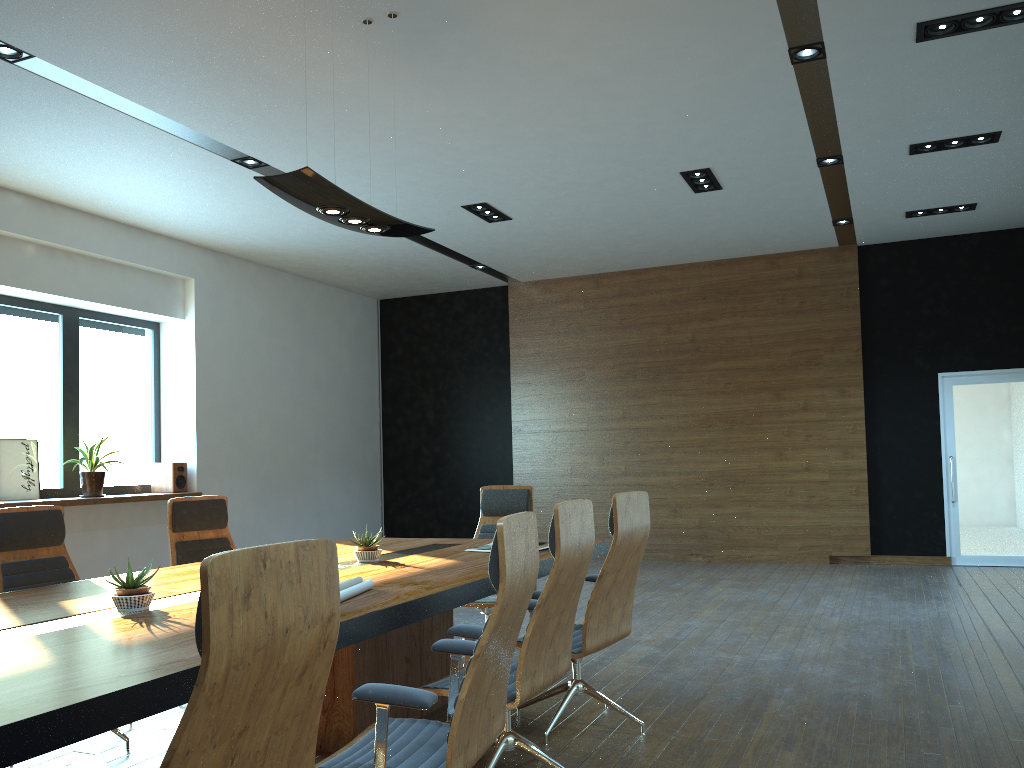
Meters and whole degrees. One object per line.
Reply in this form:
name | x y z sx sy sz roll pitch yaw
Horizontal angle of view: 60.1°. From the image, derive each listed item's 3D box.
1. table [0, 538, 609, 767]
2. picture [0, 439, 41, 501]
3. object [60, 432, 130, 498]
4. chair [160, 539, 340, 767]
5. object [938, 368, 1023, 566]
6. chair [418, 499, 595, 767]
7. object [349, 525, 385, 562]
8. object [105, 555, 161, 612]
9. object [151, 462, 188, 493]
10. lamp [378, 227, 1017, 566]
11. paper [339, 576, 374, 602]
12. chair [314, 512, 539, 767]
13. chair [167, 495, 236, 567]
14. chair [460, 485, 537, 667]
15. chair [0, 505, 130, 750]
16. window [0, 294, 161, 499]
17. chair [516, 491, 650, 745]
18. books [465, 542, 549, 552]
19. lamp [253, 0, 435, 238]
table | -1.321 1.186 3.098 1.786 0.795 5.553 -4 -5 23
picture | -4.494 0.779 8.059 0.057 0.560 0.422 -3 -4 23
object | -3.962 0.762 8.382 0.474 0.619 0.516 -4 -5 39
chair | -0.744 0.901 1.880 0.696 1.125 0.707 -3 -4 24
object | 5.424 0.924 9.800 1.198 2.155 0.200 -3 -3 23
chair | -0.032 1.029 3.515 0.696 1.125 0.707 -3 -4 24
object | -0.737 0.808 4.506 0.177 0.187 0.153 -1 -4 -2
object | -1.334 0.699 3.109 0.177 0.187 0.153 0 -4 -27
object | -3.625 0.992 9.379 0.314 0.321 0.211 -3 -4 23
lamp | 0.752 0.193 8.996 9.399 3.699 16.716 -4 -5 23
paper | -1.424 0.715 2.714 2.241 0.083 0.630 1 -6 -26
chair | -0.269 0.960 2.676 0.696 1.125 0.708 -2 -3 15
chair | -1.651 1.222 5.182 0.697 1.125 0.707 -4 -4 38
chair | -0.160 1.233 5.749 0.707 1.125 0.697 -3 -4 26
chair | -2.095 1.149 4.245 0.696 1.125 0.707 -3 -4 23
window | -4.540 0.130 8.095 0.053 1.857 3.470 -3 -5 23
chair | 0.307 1.092 4.314 0.697 1.125 0.707 -3 -4 30
books | 0.056 0.897 4.949 0.390 0.033 0.545 -5 -6 35
lamp | -0.818 -1.422 4.538 0.340 1.196 1.199 -3 -4 23
